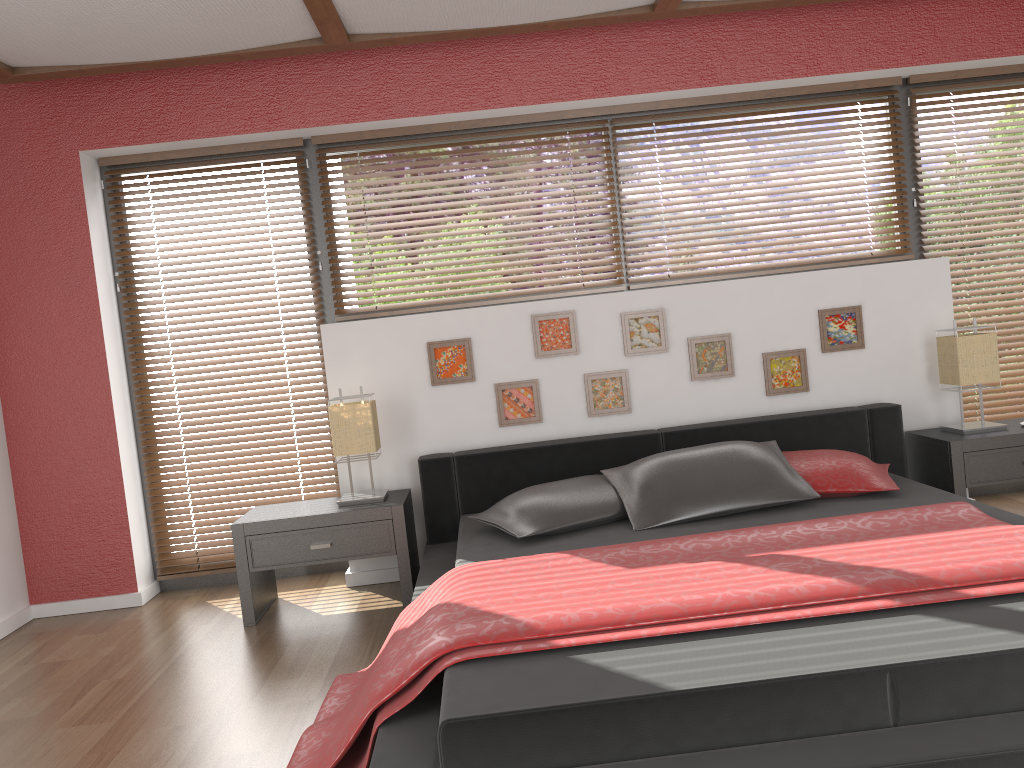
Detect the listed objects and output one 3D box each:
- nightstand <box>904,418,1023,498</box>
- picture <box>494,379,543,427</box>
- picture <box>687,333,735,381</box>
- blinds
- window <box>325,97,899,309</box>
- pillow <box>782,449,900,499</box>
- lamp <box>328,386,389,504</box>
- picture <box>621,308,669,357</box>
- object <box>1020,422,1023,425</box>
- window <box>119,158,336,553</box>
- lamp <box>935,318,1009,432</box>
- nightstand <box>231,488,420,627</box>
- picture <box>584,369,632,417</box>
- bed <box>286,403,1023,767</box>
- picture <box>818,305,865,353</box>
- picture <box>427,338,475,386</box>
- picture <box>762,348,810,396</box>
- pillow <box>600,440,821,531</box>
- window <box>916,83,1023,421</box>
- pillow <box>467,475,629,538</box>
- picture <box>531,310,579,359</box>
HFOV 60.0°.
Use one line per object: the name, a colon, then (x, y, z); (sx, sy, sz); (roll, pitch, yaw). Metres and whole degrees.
nightstand: (2.182, 0.400, 3.895); (0.700, 0.423, 0.413); (-6, 3, -2)
picture: (0.030, 0.087, 4.043); (0.200, 0.200, 0.010); (-6, 3, -2)
picture: (0.913, -0.123, 4.066); (0.200, 0.200, 0.010); (-6, 3, -2)
blinds: (0.578, -0.311, 4.330); (4.840, 1.952, 0.032); (-6, 3, -2)
window: (0.516, -0.889, 4.366); (2.817, 0.786, 0.020); (-6, 3, -2)
pillow: (1.145, 0.365, 3.572); (0.745, 0.172, 0.418); (-5, 3, 17)
lamp: (-0.668, 0.253, 3.819); (0.200, 0.480, 0.200); (-6, 3, -2)
picture: (0.606, -0.235, 4.048); (0.200, 0.200, 0.010); (-6, 3, -2)
object: (2.299, 0.172, 3.832); (0.179, 0.012, 0.179); (-5, 3, 23)
window: (-1.364, -0.134, 4.333); (0.889, 1.893, 0.020); (-6, 3, -2)
lamp: (2.013, -0.047, 3.906); (0.200, 0.480, 0.200); (-6, 3, -2)
nightstand: (-0.774, 0.730, 3.799); (0.700, 0.423, 0.413); (-6, 3, -2)
picture: (0.438, 0.043, 4.056); (0.200, 0.200, 0.010); (-6, 3, -2)
bed: (0.592, 0.556, 2.840); (2.469, 0.577, 2.413); (-6, 3, -2)
picture: (1.517, -0.252, 4.082); (0.200, 0.200, 0.010); (-6, 3, -2)
picture: (-0.276, -0.100, 4.022); (0.200, 0.200, 0.010); (-6, 3, -2)
picture: (1.261, -0.054, 4.083); (0.200, 0.200, 0.010); (-6, 3, -2)
pillow: (0.748, 0.365, 3.417); (0.744, 0.241, 0.386); (-7, 3, -6)
window: (2.511, -0.567, 4.459); (0.889, 1.893, 0.020); (-6, 3, -2)
pillow: (0.241, 0.469, 3.489); (0.745, 0.172, 0.418); (-8, 4, -27)
picture: (0.196, -0.225, 4.033); (0.200, 0.200, 0.010); (-6, 3, -2)
